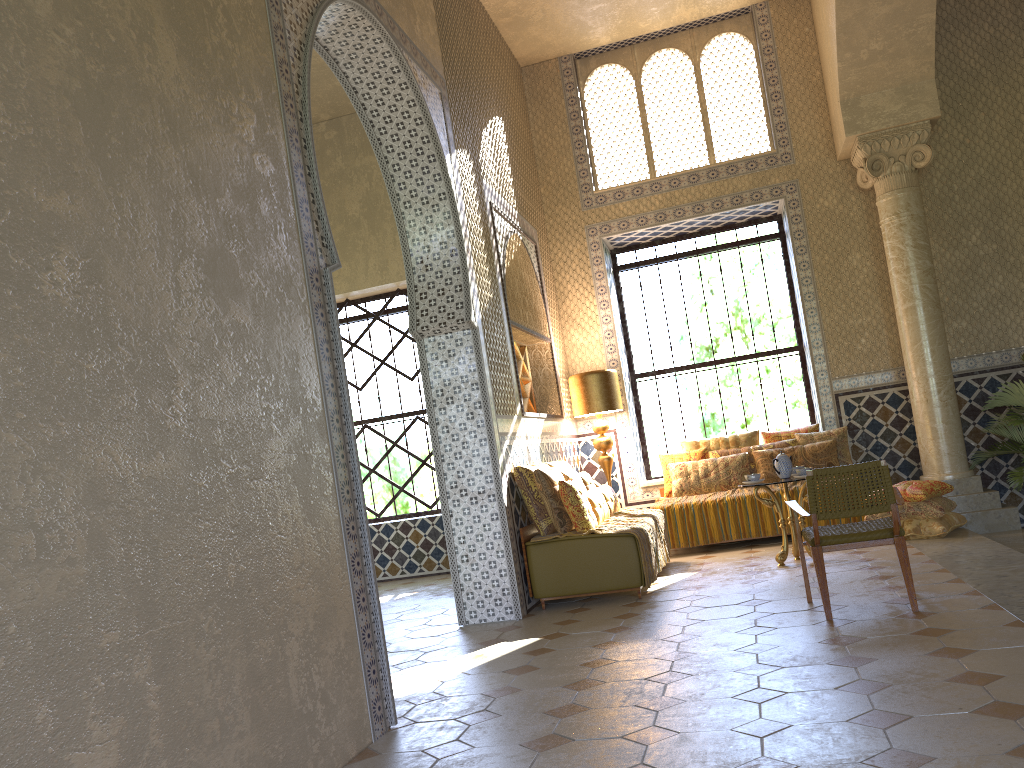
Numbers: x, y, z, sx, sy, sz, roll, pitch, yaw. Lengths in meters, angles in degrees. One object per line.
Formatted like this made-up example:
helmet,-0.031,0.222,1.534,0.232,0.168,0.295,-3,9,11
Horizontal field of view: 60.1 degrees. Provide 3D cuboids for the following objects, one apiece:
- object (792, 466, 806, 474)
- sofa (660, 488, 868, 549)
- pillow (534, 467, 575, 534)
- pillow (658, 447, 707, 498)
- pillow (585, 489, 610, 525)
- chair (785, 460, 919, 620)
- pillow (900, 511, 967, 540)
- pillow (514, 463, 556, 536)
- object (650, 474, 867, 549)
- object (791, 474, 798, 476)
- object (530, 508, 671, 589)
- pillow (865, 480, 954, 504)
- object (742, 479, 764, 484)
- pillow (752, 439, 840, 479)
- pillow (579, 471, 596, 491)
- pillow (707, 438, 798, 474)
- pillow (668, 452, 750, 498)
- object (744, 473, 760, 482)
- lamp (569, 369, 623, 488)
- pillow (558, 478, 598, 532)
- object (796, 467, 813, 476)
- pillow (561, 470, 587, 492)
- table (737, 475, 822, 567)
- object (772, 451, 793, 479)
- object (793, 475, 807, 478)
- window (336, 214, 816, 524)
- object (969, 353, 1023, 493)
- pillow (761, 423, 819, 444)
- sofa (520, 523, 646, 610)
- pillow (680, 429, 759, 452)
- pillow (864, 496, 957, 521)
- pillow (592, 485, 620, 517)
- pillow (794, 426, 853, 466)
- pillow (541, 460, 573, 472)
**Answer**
object,3.410,1.039,10.592,0.184,0.100,0.183,-9,-5,3
sofa,3.547,1.816,12.796,2.856,0.935,1.275,-10,-4,14
pillow,0.522,1.326,10.096,0.384,0.778,0.835,-9,-4,15
pillow,2.611,1.344,13.317,0.742,0.692,0.341,-10,-3,15
pillow,0.990,1.500,10.653,0.272,0.449,0.983,-9,-5,14
chair,2.857,1.262,7.456,0.952,1.206,0.907,-10,-3,14
pillow,5.022,1.772,11.043,0.996,0.367,1.040,-13,-6,39
pillow,0.381,1.331,10.365,0.423,0.830,1.194,-9,-4,14
object,3.492,1.811,12.746,2.892,0.716,1.315,-10,-5,15
object,3.415,1.077,10.591,0.255,0.032,0.257,-8,-5,-7
object,1.172,1.981,10.784,1.317,0.716,2.889,-10,-5,14
pillow,4.953,1.367,11.042,0.745,0.310,0.809,-4,-7,-41
object,2.831,1.146,10.381,0.255,0.032,0.257,-8,-5,-7
pillow,4.079,1.147,12.683,1.194,0.545,0.329,-10,-3,15
pillow,0.999,1.457,11.570,0.314,0.636,0.682,-9,-4,15
pillow,3.574,1.202,13.042,1.344,0.614,0.370,-10,-3,15
pillow,2.909,1.355,12.991,1.194,0.545,0.329,-10,-3,15
object,2.825,1.109,10.381,0.183,0.100,0.184,-8,-5,-4
lamp,1.417,1.217,13.253,0.735,2.807,0.740,-8,-2,-17
pillow,0.750,1.367,9.888,0.345,0.650,0.685,-9,-4,14
object,3.295,0.998,9.966,0.183,0.100,0.184,-10,-5,10
pillow,0.790,1.386,10.795,0.341,0.691,0.741,-9,-4,15
table,3.247,1.583,10.271,1.107,0.978,1.097,-12,-5,44
object,3.163,0.944,10.333,0.273,0.323,0.199,-9,-3,4
object,3.300,1.035,9.965,0.256,0.032,0.256,-10,-5,11
window,0.534,-0.075,14.980,8.497,3.982,0.574,-10,-2,11
object,7.319,0.657,11.197,2.642,2.496,2.170,-9,-4,1
pillow,4.200,1.041,13.184,0.857,0.799,0.393,-10,-3,15
sofa,1.118,2.001,10.811,1.276,0.935,2.853,-10,-5,14
pillow,3.191,1.185,13.390,1.195,0.830,0.422,-10,-3,15
pillow,4.971,1.576,11.046,0.936,0.346,0.879,-12,-6,35
pillow,1.228,1.549,11.559,0.272,0.449,0.983,-9,-5,14
pillow,4.528,1.003,12.811,0.742,0.692,0.341,-10,-3,15
pillow,0.685,1.393,11.522,0.423,0.830,1.194,-9,-4,14
